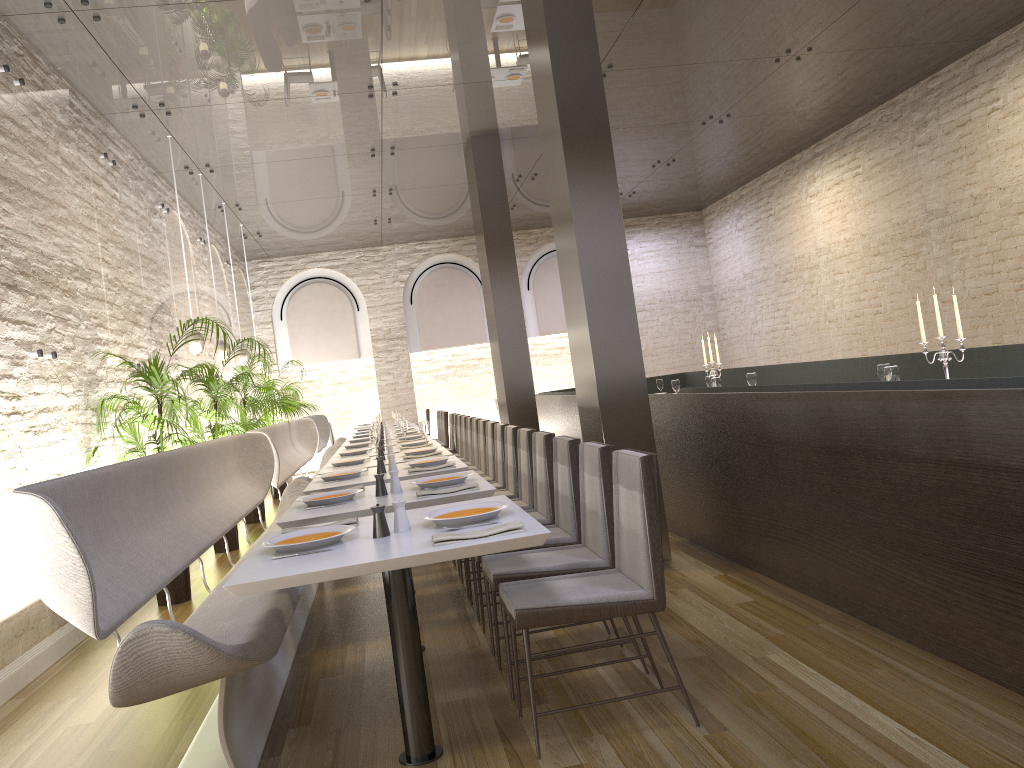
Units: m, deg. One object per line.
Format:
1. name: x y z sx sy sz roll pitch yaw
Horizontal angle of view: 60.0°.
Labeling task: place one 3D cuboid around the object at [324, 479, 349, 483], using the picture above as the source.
1. object: -1.024 0.573 5.269 0.185 0.010 0.017 -8 0 -9

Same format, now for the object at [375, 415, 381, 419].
1. object: -1.820 0.542 12.074 0.086 0.231 0.086 -9 -2 21

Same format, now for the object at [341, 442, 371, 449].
1. object: -1.550 0.619 8.867 0.322 0.036 0.320 -8 0 -31

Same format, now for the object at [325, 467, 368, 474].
1. object: -1.079 0.575 5.791 0.273 0.033 0.142 -8 0 -9

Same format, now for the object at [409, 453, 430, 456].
1. object: -0.662 0.515 6.468 0.181 0.015 0.038 -8 0 -7

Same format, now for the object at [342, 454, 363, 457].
1. object: -1.357 0.609 7.537 0.185 0.010 0.017 -8 0 -9

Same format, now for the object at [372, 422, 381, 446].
1. object: -1.326 0.489 8.711 0.086 0.231 0.086 -9 -2 33

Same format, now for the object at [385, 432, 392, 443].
1. object: -1.244 0.537 8.894 0.059 0.109 0.059 -7 -2 -17

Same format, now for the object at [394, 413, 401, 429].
1. object: -1.477 0.497 11.476 0.086 0.231 0.086 -9 -2 21

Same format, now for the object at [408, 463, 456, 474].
1. object: -0.469 0.493 5.175 0.273 0.033 0.142 -8 0 -9

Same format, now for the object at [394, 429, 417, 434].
1. object: -1.303 0.583 10.852 0.273 0.033 0.142 -8 0 -9

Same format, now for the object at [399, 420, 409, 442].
1. object: -0.977 0.444 8.076 0.086 0.231 0.086 -8 -2 -2

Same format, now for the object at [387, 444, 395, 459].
1. object: -0.906 0.501 6.597 0.059 0.109 0.059 -8 -2 0

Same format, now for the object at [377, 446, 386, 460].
1. object: -0.968 0.509 6.542 0.059 0.109 0.059 -8 -2 0

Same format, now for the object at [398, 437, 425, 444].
1. object: -0.971 0.547 8.591 0.273 0.033 0.142 -8 0 -9

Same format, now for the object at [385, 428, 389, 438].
1. object: -1.414 0.555 10.051 0.059 0.109 0.059 -7 -2 -17

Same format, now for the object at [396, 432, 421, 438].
1. object: -1.141 0.566 9.748 0.273 0.033 0.142 -8 0 -9

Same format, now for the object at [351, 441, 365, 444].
1. object: -1.696 0.645 9.841 0.185 0.010 0.017 -8 0 -9

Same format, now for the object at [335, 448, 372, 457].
1. object: -1.381 0.601 7.720 0.322 0.036 0.320 -8 0 -26

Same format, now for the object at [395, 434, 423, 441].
1. object: -1.023 0.546 8.946 0.322 0.036 0.320 -8 0 -31

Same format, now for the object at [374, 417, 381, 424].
1. object: -1.661 0.525 10.990 0.086 0.231 0.086 -9 -2 21

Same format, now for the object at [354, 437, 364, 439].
1. object: -1.858 0.663 10.946 0.185 0.010 0.017 -8 0 -9

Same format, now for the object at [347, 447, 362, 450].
1. object: -1.526 0.627 8.685 0.185 0.010 0.017 -8 0 -9

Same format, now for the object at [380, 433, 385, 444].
1. object: -1.306 0.546 8.839 0.059 0.109 0.059 -7 -2 -17

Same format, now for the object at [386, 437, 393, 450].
1. object: -1.075 0.519 7.747 0.059 0.109 0.059 -7 -2 -17

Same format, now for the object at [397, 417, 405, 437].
1. object: -1.142 0.461 9.198 0.086 0.231 0.086 -9 -2 33

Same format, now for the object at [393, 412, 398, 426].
1. object: -1.636 0.514 12.560 0.086 0.231 0.086 -9 -2 21

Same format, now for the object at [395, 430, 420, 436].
1. object: -1.192 0.564 10.103 0.322 0.036 0.320 -8 0 -31

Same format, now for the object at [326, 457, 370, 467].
1. object: -1.212 0.583 6.571 0.321 0.036 0.322 -8 0 27

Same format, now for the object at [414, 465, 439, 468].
1. object: -0.498 0.497 5.349 0.181 0.015 0.038 -8 0 -7

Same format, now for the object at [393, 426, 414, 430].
1. object: -1.463 0.600 11.942 0.273 0.033 0.142 -8 0 -9

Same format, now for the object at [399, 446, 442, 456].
1. object: -0.685 0.510 6.650 0.321 0.036 0.322 -8 0 27

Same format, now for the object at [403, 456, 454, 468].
1. object: -0.521 0.492 5.530 0.322 0.036 0.320 -8 0 -31

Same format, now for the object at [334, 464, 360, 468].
1. object: -1.188 0.591 6.388 0.185 0.010 0.017 -8 0 -9

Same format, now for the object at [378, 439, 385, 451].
1. object: -1.137 0.528 7.691 0.059 0.109 0.059 -7 -2 -17

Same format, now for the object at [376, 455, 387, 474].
1. object: -0.804 0.492 5.423 0.059 0.109 0.059 -7 -2 -17

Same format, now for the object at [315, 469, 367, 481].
1. object: -1.048 0.565 5.451 0.322 0.036 0.320 -8 0 -31

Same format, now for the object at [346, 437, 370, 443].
1. object: -1.719 0.637 10.024 0.322 0.036 0.320 -8 0 -31

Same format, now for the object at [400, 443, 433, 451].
1. object: -0.802 0.529 7.443 0.273 0.033 0.142 -8 0 -9

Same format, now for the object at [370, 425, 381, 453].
1. object: -1.161 0.471 7.589 0.086 0.231 0.087 -9 -2 39

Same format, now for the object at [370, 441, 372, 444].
1. object: -1.581 0.629 9.207 0.273 0.033 0.142 -8 0 -9

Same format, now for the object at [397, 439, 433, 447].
1. object: -0.854 0.528 7.799 0.322 0.036 0.320 -8 0 -26

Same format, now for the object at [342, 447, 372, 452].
1. object: -1.412 0.611 8.060 0.273 0.033 0.142 -8 0 -9

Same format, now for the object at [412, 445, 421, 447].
1. object: -0.831 0.533 7.617 0.181 0.015 0.038 -8 0 -7

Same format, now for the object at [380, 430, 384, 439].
1. object: -1.476 0.564 9.995 0.059 0.109 0.059 -7 -2 -17

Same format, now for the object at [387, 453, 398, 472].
1. object: -0.742 0.483 5.478 0.059 0.109 0.059 -7 -2 -17
